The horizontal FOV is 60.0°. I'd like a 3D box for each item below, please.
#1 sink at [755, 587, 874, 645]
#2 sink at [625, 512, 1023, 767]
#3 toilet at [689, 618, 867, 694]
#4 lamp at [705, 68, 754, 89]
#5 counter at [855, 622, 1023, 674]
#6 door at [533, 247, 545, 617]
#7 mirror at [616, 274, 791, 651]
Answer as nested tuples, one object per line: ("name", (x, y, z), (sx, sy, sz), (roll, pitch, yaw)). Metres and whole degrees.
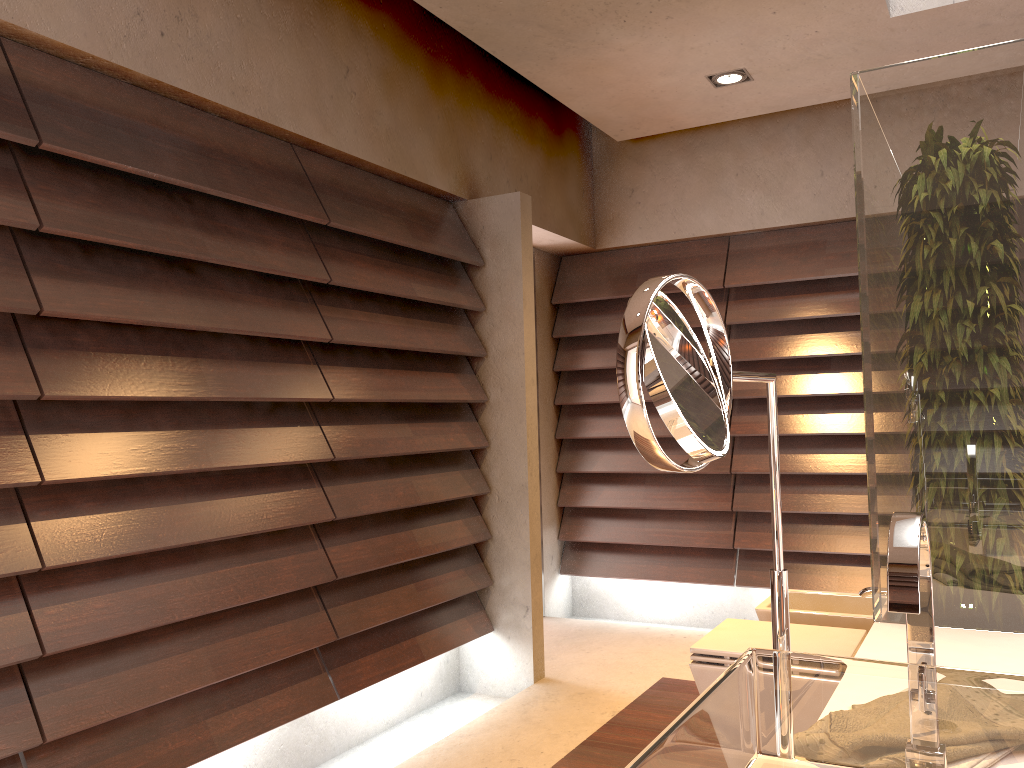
("sink", (1.080, 0.851, 2.911), (0.468, 0.456, 0.357), (-3, -3, 29))
("sink", (0.328, 0.301, 0.739), (0.340, 0.357, 0.486), (-3, -3, 29))
("toilet", (0.744, 0.864, 2.298), (0.468, 0.400, 0.357), (-3, -3, 29))
("lamp", (0.932, -1.332, 3.802), (0.170, 0.051, 0.165), (-3, -3, 29))
("counter", (0.925, 0.770, 1.786), (0.350, 0.686, 2.931), (-3, -3, 29))
("door", (-0.487, 0.261, 4.594), (0.903, 2.000, 1.007), (-3, -3, 29))
("mirror", (0.197, 0.194, 0.876), (0.074, 0.589, 0.316), (-3, -3, 31))
